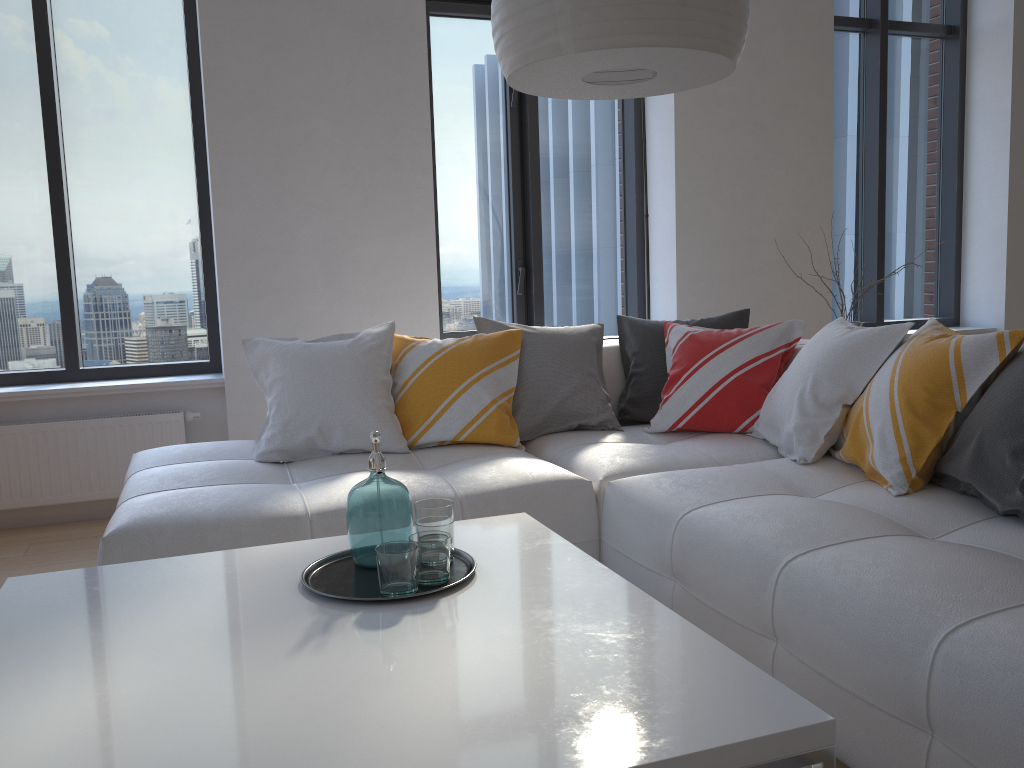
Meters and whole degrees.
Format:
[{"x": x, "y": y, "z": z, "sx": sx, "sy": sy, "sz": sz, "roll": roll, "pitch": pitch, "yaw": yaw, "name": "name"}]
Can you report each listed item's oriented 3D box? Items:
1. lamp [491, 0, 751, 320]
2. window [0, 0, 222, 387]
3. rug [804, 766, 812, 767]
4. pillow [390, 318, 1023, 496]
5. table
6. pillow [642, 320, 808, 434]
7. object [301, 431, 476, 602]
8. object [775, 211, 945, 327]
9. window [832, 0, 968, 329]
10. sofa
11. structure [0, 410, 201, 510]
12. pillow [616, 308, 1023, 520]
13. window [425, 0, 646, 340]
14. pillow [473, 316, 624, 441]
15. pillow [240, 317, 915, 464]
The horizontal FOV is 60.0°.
[{"x": 0.572, "y": -0.742, "z": 3.365, "sx": 0.710, "sy": 2.647, "sz": 3.199, "roll": 0, "pitch": 7, "yaw": 16, "name": "lamp"}, {"x": -2.080, "y": -1.208, "z": 4.010, "sx": 1.310, "sy": 2.402, "sz": 0.170, "roll": -4, "pitch": 7, "yaw": -19, "name": "window"}, {"x": -0.091, "y": 0.846, "z": 1.290, "sx": 1.662, "sy": 0.016, "sz": 2.326, "roll": -4, "pitch": 7, "yaw": -20, "name": "rug"}, {"x": 0.404, "y": 0.039, "z": 2.787, "sx": 2.095, "sy": 0.440, "sz": 0.630, "roll": 1, "pitch": 7, "yaw": 27, "name": "pillow"}, {"x": -0.291, "y": 0.612, "z": 1.443, "sx": 1.091, "sy": 0.435, "sz": 1.091, "roll": -4, "pitch": 7, "yaw": -19, "name": "table"}, {"x": 1.093, "y": 0.062, "z": 2.474, "sx": 0.575, "sy": 0.449, "sz": 2.250, "roll": -5, "pitch": 7, "yaw": -22, "name": "pillow"}, {"x": -0.237, "y": 0.231, "z": 1.673, "sx": 0.330, "sy": 0.265, "sz": 0.330, "roll": -1, "pitch": 7, "yaw": 5, "name": "object"}, {"x": 1.396, "y": -0.343, "z": 3.600, "sx": 0.607, "sy": 0.744, "sz": 0.406, "roll": 1, "pitch": 7, "yaw": 20, "name": "object"}, {"x": 2.251, "y": -1.531, "z": 5.531, "sx": 1.310, "sy": 2.402, "sz": 0.170, "roll": -4, "pitch": 7, "yaw": -19, "name": "window"}, {"x": 0.361, "y": 0.370, "z": 2.146, "sx": 2.614, "sy": 0.732, "sz": 3.424, "roll": -4, "pitch": 7, "yaw": -19, "name": "sofa"}, {"x": -1.887, "y": 0.381, "z": 3.892, "sx": 1.015, "sy": 0.460, "sz": 0.110, "roll": -4, "pitch": 7, "yaw": -19, "name": "structure"}, {"x": 0.975, "y": 0.005, "z": 2.774, "sx": 0.608, "sy": 0.436, "sz": 2.120, "roll": -5, "pitch": 7, "yaw": -24, "name": "pillow"}, {"x": 0.086, "y": -1.369, "z": 4.771, "sx": 1.310, "sy": 2.402, "sz": 0.170, "roll": -4, "pitch": 7, "yaw": -19, "name": "window"}, {"x": 0.812, "y": 0.065, "z": 2.270, "sx": 0.647, "sy": 0.453, "sz": 2.953, "roll": -6, "pitch": 8, "yaw": -31, "name": "pillow"}, {"x": 0.101, "y": 0.019, "z": 2.888, "sx": 2.156, "sy": 0.456, "sz": 0.580, "roll": -1, "pitch": 7, "yaw": 6, "name": "pillow"}]
